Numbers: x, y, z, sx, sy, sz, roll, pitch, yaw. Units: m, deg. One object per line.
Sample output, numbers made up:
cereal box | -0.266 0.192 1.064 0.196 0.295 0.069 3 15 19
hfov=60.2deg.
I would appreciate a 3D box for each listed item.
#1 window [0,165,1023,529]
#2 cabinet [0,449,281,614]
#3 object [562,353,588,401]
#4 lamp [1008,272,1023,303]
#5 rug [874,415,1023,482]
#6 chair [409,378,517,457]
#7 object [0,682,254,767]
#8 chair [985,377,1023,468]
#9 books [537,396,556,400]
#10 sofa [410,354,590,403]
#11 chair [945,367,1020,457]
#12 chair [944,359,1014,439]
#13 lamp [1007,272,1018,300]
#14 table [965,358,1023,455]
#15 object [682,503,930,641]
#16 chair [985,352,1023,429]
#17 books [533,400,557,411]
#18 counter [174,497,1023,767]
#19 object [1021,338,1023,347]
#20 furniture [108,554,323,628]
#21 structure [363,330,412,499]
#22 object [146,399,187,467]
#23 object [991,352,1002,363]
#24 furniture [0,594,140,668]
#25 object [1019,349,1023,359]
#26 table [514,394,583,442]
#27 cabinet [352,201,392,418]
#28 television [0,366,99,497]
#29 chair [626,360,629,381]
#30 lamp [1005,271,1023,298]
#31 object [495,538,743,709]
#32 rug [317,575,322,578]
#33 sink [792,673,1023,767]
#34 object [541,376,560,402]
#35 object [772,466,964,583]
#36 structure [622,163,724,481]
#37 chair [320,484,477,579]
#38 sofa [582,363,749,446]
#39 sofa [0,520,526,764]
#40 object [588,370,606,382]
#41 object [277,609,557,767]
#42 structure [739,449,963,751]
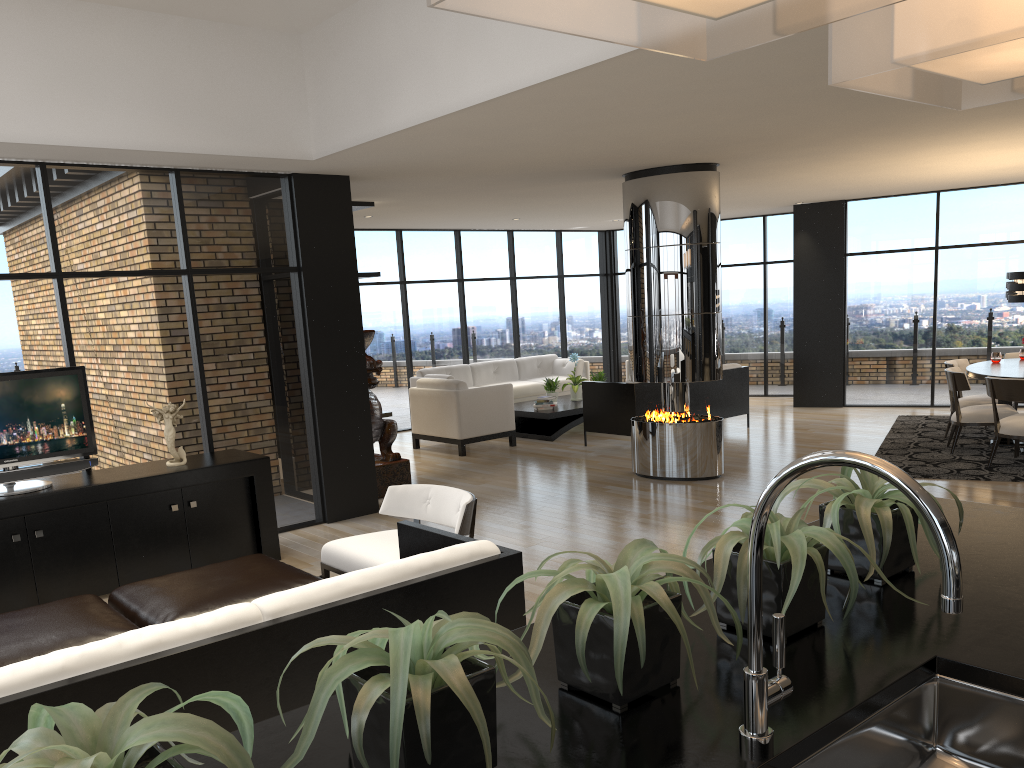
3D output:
window | 0.044 -1.339 6.533 10.103 4.856 15.712 1 8 37
cabinet | -3.002 1.014 5.418 3.014 0.752 0.617 -8 9 -39
object | 0.850 -0.097 11.627 0.354 0.641 0.366 -7 10 -20
lamp | 4.581 -1.385 7.555 0.535 1.349 0.528 2 11 27
rug | 5.144 0.588 8.714 2.715 0.011 3.674 -1 6 28
chair | -0.587 0.334 10.526 0.847 0.869 0.995 -10 10 -39
object | -0.424 0.458 0.886 0.397 0.220 0.402 -5 7 -14
chair | 4.458 0.329 7.592 0.612 0.818 0.638 -9 10 -33
books | 0.427 0.173 10.928 0.184 0.027 0.153 1 7 41
sofa | -0.101 0.098 12.747 2.673 0.868 0.850 -8 9 -39
chair | 4.440 0.256 8.389 0.616 0.818 0.633 0 9 21
chair | 4.815 0.163 9.151 0.614 0.818 0.635 3 11 38
lamp | 5.003 -1.482 8.330 0.535 1.349 0.528 2 11 27
table | 5.080 0.216 8.597 1.208 0.780 2.079 1 7 30
object | 0.473 0.322 1.654 0.397 0.243 0.402 -5 7 -14
chair | 5.559 0.083 9.519 0.610 0.818 0.639 -11 11 -40
books | 0.415 0.249 10.946 0.307 0.128 0.220 -3 7 -1
counter | 0.311 0.513 1.181 3.089 0.032 1.173 -8 7 -39
object | 5.038 -0.316 8.512 0.228 0.303 0.234 2 10 30
furniture | -1.376 1.157 4.239 0.821 0.490 0.823 -9 9 -39
structure | -1.401 0.227 8.206 0.512 1.618 0.726 -12 13 -39
object | -2.266 0.319 5.883 0.254 0.466 0.104 -11 13 -38
object | 5.001 -0.274 9.118 0.095 0.107 0.094 3 11 39
furniture | -2.029 1.246 3.710 0.821 0.490 0.823 -9 9 -39
object | 5.395 -0.314 9.292 0.095 0.107 0.094 -4 8 -6
table | 0.818 0.399 11.676 2.015 0.356 1.257 -8 7 -39
cabinet | -2.558 -0.425 9.656 1.175 2.782 2.646 -11 11 -38
television | -3.037 0.289 5.303 0.929 0.722 0.404 -6 10 -21
chair | 2.295 -0.056 12.852 0.847 0.869 0.995 -10 10 -39
lamp | 5.425 -1.580 9.104 0.535 1.349 0.528 2 11 27
object | 0.125 0.377 1.405 0.405 0.220 0.393 -5 7 -14
rug | -1.620 1.448 3.852 3.009 0.012 2.468 -8 7 -38
sink | 0.503 0.612 1.043 0.915 0.162 0.458 -8 7 -39
object | 0.511 0.078 11.412 0.284 0.375 0.211 -1 9 14
object | 0.803 0.280 1.890 0.405 0.243 0.393 -5 7 -14
structure | 1.470 -0.516 8.026 0.889 2.784 0.579 4 13 38
chair | -0.559 0.954 4.858 0.678 0.685 0.800 -10 10 -39
sofa | 1.839 0.224 10.425 2.015 0.815 0.833 -8 9 -39
sofa | -0.986 1.076 3.111 2.015 0.815 0.833 -8 9 -39
object | 1.168 -0.010 11.927 0.284 0.375 0.212 1 10 29
object | -0.164 0.405 1.168 0.405 0.243 0.393 -5 7 -14
structure | 0.504 0.595 0.971 2.753 1.034 0.651 -8 10 -39
